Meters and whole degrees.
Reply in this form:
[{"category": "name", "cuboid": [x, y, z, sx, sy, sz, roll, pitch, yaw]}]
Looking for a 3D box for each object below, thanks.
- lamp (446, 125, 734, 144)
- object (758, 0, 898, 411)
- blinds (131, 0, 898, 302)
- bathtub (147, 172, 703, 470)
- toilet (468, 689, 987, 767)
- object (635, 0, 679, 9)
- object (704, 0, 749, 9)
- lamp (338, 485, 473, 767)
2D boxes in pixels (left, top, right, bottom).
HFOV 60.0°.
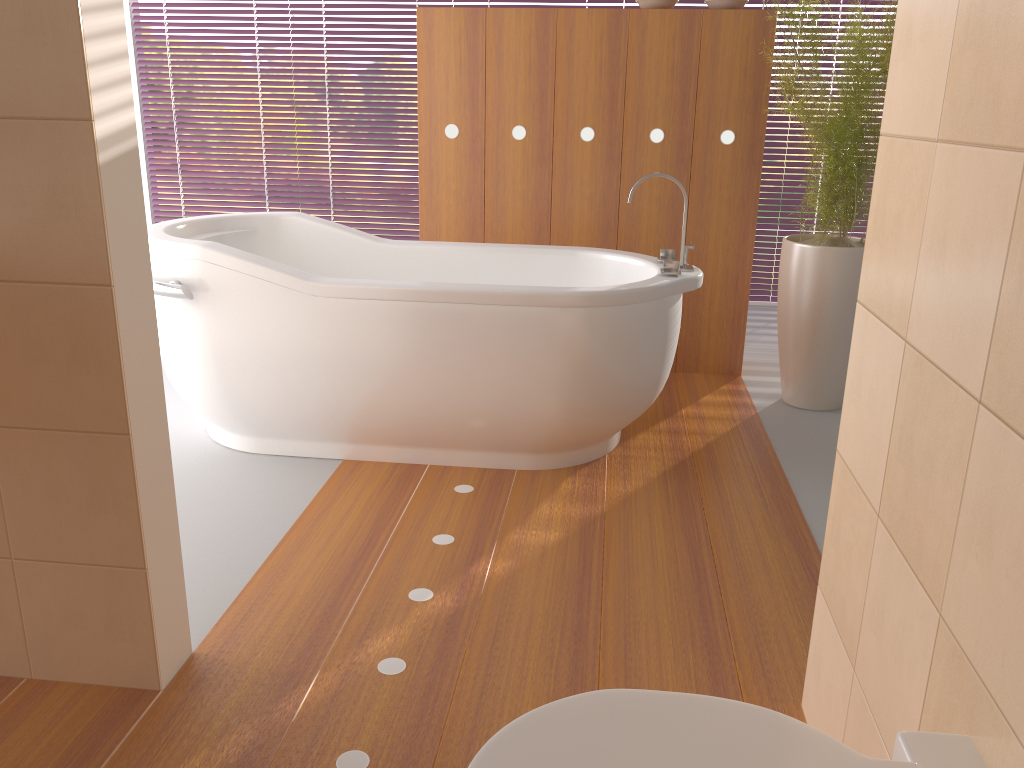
[{"category": "lamp", "cuboid": [0.306, -1.014, 3.600, 1.169, 0.052, 0.001, 3, 18, 6]}, {"category": "object", "cuboid": [1.276, -0.650, 3.208, 0.683, 1.557, 1.335, 15, 22, 37]}, {"category": "blinds", "cuboid": [0.131, -1.523, 5.056, 4.712, 2.022, 0.032, 3, 18, 6]}, {"category": "bathtub", "cuboid": [-0.306, -0.283, 3.043, 1.874, 0.900, 0.888, 3, 18, 6]}, {"category": "toilet", "cuboid": [0.209, 0.594, 0.877, 0.534, 0.400, 0.375, 3, 18, 6]}, {"category": "object", "cuboid": [0.580, -1.511, 3.551, 0.173, 0.046, 0.173, 3, 18, 6]}, {"category": "object", "cuboid": [0.850, -1.497, 3.522, 0.173, 0.046, 0.173, 3, 18, 6]}, {"category": "lamp", "cuboid": [-1.858, 0.657, 1.474, 3.173, 0.001, 2.893, 3, 18, 6]}]
